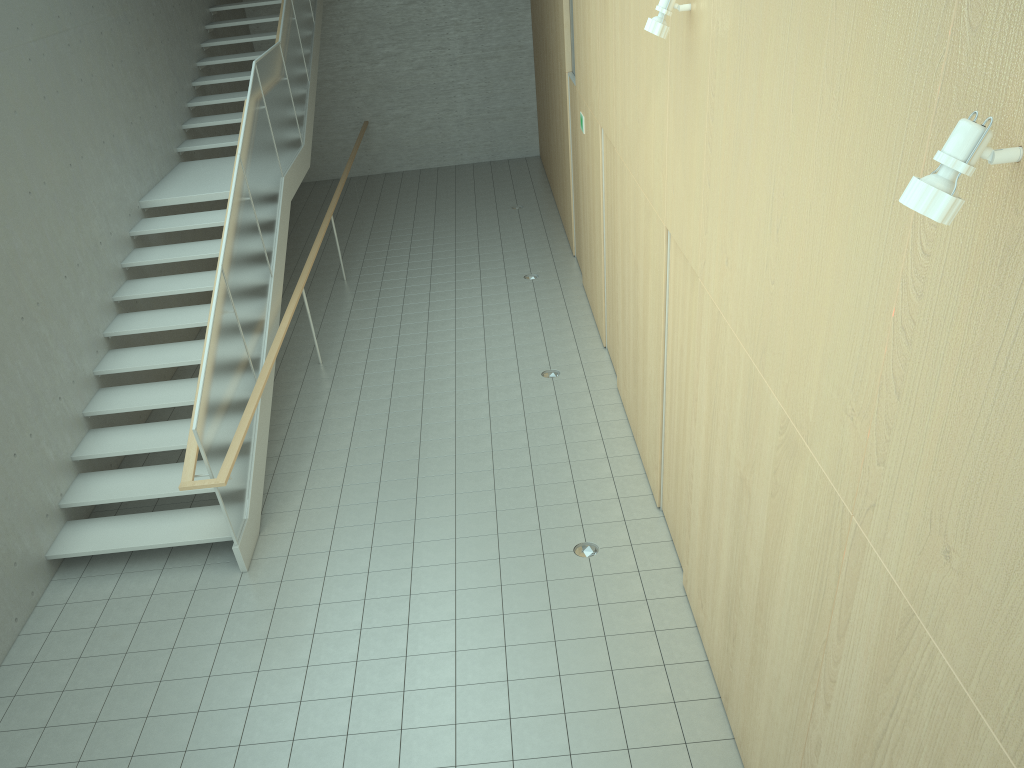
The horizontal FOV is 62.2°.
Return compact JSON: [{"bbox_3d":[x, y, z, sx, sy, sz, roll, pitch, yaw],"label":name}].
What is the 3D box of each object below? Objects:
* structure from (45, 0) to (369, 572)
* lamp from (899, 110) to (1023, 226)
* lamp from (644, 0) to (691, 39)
[{"bbox_3d":[-3.270,-2.854,9.789,1.887,4.919,10.870,-6,31,0],"label":"structure"},{"bbox_3d":[0.908,-0.439,1.727,0.227,0.226,0.124,-16,35,-15],"label":"lamp"},{"bbox_3d":[0.750,-1.787,4.102,0.227,0.226,0.124,-16,35,-15],"label":"lamp"}]
